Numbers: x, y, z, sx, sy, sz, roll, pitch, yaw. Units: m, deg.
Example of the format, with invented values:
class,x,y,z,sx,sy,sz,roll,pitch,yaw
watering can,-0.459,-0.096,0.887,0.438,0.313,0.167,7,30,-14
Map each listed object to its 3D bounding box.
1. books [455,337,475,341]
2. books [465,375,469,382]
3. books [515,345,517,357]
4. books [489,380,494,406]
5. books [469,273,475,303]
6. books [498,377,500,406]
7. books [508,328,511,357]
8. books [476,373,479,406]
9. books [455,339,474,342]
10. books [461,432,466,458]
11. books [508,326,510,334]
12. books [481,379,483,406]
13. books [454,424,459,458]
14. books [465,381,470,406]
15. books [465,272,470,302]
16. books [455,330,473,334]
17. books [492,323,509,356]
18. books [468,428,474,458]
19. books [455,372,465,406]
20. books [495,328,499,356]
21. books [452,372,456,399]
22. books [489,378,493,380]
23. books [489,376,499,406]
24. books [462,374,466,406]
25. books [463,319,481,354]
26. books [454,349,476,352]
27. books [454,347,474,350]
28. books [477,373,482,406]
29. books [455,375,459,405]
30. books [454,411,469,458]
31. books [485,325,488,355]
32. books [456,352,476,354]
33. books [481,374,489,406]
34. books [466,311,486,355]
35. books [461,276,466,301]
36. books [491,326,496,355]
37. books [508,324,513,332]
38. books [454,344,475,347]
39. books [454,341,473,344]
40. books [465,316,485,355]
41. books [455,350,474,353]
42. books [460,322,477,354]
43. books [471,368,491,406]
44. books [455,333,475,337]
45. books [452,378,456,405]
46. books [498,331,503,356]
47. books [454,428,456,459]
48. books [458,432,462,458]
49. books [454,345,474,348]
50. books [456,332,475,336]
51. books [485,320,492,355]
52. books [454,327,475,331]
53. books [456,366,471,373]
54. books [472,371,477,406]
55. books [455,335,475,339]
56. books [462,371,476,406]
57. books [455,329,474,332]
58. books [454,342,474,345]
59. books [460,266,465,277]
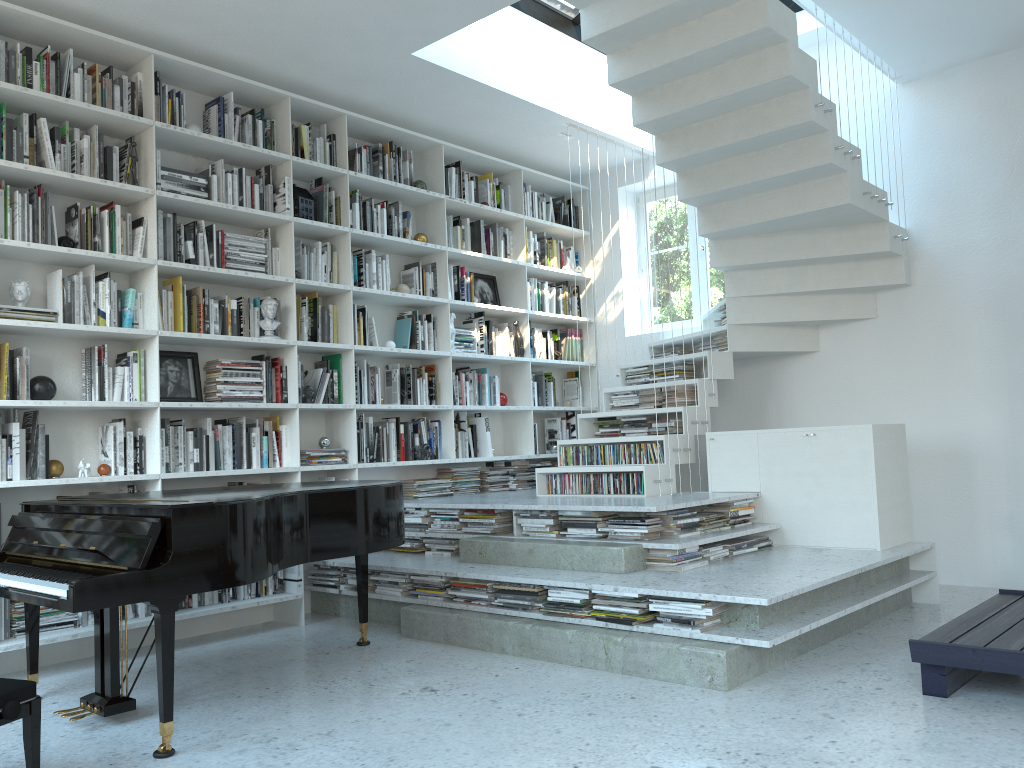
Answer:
class,x,y,z,sx,sy,sz,roll,pitch,yaw
books,-0.424,-0.323,6.438,0.159,0.012,0.285,-6,-5,39
books,-0.376,0.057,6.444,0.179,0.229,0.012,-6,-5,42
books,-0.030,-0.270,6.855,0.166,0.179,0.027,-6,-5,42
books,-0.215,0.077,6.612,0.189,0.200,0.030,-6,-5,42
books,-0.350,-0.682,6.537,0.178,0.243,0.026,-6,-5,42
books,-0.161,0.069,6.685,0.170,0.223,0.027,-6,-5,42
books,-0.084,-0.303,6.796,0.176,0.239,0.041,-6,-5,42
books,-0.318,0.051,6.519,0.166,0.246,0.026,-6,-5,42
books,-0.421,-0.311,6.435,0.254,0.012,0.161,2,-6,-43
books,-0.396,0.443,6.384,0.149,0.185,0.024,-6,-5,42
books,-0.074,-0.308,6.830,0.145,0.254,0.024,-6,-5,42
books,-0.283,0.050,6.566,0.161,0.254,0.012,-6,-5,42
books,-0.443,0.411,6.327,0.156,0.243,0.015,-6,-5,42
books,-0.381,0.080,6.422,0.186,0.181,0.027,-6,-5,42
books,-0.374,-0.687,6.527,0.167,0.253,0.021,-6,-5,42
books,-0.428,-0.370,6.442,0.161,0.012,0.254,-6,-6,44
books,-0.104,-0.320,6.772,0.191,0.271,0.021,-6,-5,42
books,-0.359,0.428,6.422,0.184,0.217,0.052,-6,-5,42
books,-0.421,0.045,6.375,0.186,0.246,0.045,-6,-5,42
books,-0.160,-0.301,6.754,0.129,0.235,0.028,-6,-5,42
books,-0.464,0.045,6.355,0.143,0.247,0.024,-6,-5,42
books,-0.205,0.070,6.648,0.139,0.218,0.037,-6,-5,42
books,-0.178,0.062,6.665,0.181,0.235,0.025,-6,-5,42
books,-0.409,0.051,6.412,0.177,0.239,0.026,-6,-5,42
books,-0.299,-0.332,6.590,0.159,0.285,0.012,-6,-5,42
books,-0.419,-0.238,6.427,0.285,0.012,0.159,2,-6,-43
books,-0.422,-0.250,6.430,0.254,0.012,0.161,2,-6,-44
books,-0.289,0.049,6.520,0.177,0.249,0.014,-6,-5,42
books,-0.442,0.057,6.359,0.163,0.223,0.011,-6,-5,42
books,-0.384,0.369,6.401,0.169,0.333,0.014,-6,-5,42
books,-0.256,-0.308,6.607,0.179,0.236,0.030,-6,-5,42
books,-0.420,-0.214,6.427,0.285,0.012,0.159,2,-6,-44
books,-0.252,0.053,6.562,0.190,0.243,0.023,-6,-5,42
books,-0.265,-0.360,6.590,0.180,0.339,0.010,-6,-5,42
books,-0.405,-0.667,6.467,0.190,0.207,0.013,-6,-5,42
books,-0.188,-0.307,6.698,0.147,0.242,0.031,-6,-5,42
books,-0.035,-0.320,6.898,0.138,0.283,0.029,-6,-5,42
books,-0.426,-0.274,6.435,0.159,0.012,0.285,-6,-5,40
books,-0.430,-0.298,6.439,0.161,0.012,0.254,-6,-6,42
books,-0.272,-0.341,6.581,0.184,0.300,0.011,-6,-5,42
books,-0.421,-0.226,6.428,0.161,0.012,0.254,-6,-5,38
books,-0.320,-0.318,6.550,0.161,0.254,0.012,-6,-5,42
books,-0.240,0.031,6.584,0.181,0.290,0.026,-6,-5,42
books,-0.422,-0.347,6.436,0.159,0.012,0.285,-6,-5,37
books,-0.479,0.045,6.321,0.177,0.244,0.047,-6,-5,42
books,-0.136,-0.289,6.769,0.155,0.213,0.025,-6,-5,42
books,-0.463,0.426,6.319,0.163,0.214,0.023,-6,-5,42
books,-0.419,0.441,6.369,0.140,0.187,0.030,-6,-5,42
books,-0.426,-0.262,6.433,0.161,0.012,0.254,-6,-6,44
books,-0.428,-0.358,6.442,0.159,0.012,0.285,-6,-6,44
books,-0.221,-0.329,6.654,0.167,0.281,0.059,-6,-5,42
books,-0.429,-0.394,6.444,0.159,0.012,0.285,-6,-6,44
books,-0.350,0.023,6.476,0.147,0.299,0.013,-6,-5,42
books,-0.328,0.041,6.472,0.186,0.262,0.012,-6,-5,42
books,-0.427,-0.334,6.440,0.159,0.012,0.285,-6,-6,44
books,-0.346,0.043,6.445,0.191,0.255,0.028,-6,-5,42
books,-0.429,-0.382,6.443,0.159,0.012,0.285,-6,-5,40
books,-0.421,-0.286,6.431,0.161,0.012,0.254,-6,-5,37
books,-0.406,-0.704,6.487,0.175,0.284,0.014,-6,-5,42
